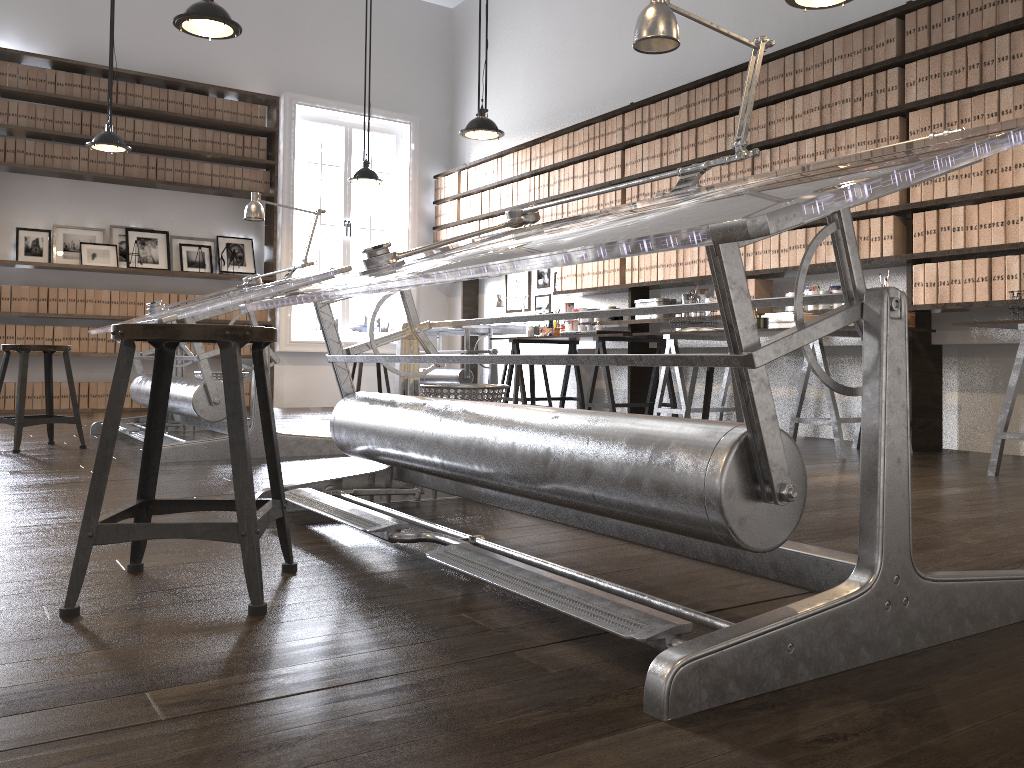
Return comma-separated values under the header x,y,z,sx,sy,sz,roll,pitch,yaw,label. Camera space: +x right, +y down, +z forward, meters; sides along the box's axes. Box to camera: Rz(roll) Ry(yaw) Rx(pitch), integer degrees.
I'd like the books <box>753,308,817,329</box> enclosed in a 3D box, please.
x,y,z,sx,sy,sz,roll,pitch,yaw,label
1.590,-0.375,5.180,0.385,0.148,0.294,0,1,-33,books

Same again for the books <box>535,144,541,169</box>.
x,y,z,sx,sy,sz,roll,pitch,yaw,label
0.297,-1.996,7.830,0.174,0.226,0.066,1,-1,-33,books

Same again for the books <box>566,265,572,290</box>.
x,y,z,sx,sy,sz,roll,pitch,yaw,label
0.543,-0.890,7.400,0.174,0.226,0.066,1,-1,-33,books

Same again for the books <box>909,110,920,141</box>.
x,y,z,sx,sy,sz,roll,pitch,yaw,label
2.241,-1.358,4.817,0.174,0.226,0.066,1,-1,-33,books

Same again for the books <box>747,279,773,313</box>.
x,y,z,sx,sy,sz,roll,pitch,yaw,label
1.612,-0.565,5.750,0.174,0.226,0.066,1,-1,-33,books

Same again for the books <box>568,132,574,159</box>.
x,y,z,sx,sy,sz,roll,pitch,yaw,label
0.562,-1.984,7.428,0.174,0.226,0.066,1,-1,-33,books

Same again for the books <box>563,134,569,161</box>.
x,y,z,sx,sy,sz,roll,pitch,yaw,label
0.521,-1.986,7.485,0.174,0.226,0.067,1,-1,-33,books

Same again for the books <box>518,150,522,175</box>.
x,y,z,sx,sy,sz,roll,pitch,yaw,label
0.143,-2.004,8.071,0.174,0.226,0.066,1,-1,-33,books

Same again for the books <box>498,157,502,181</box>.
x,y,z,sx,sy,sz,roll,pitch,yaw,label
-0.045,-2.012,8.363,0.174,0.226,0.066,1,-1,-33,books

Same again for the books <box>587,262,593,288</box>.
x,y,z,sx,sy,sz,roll,pitch,yaw,label
0.697,-0.883,7.164,0.174,0.226,0.066,1,-1,-33,books

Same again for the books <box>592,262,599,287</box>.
x,y,z,sx,sy,sz,roll,pitch,yaw,label
0.734,-0.881,7.101,0.174,0.226,0.066,1,-1,-33,books

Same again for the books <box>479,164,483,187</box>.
x,y,z,sx,sy,sz,roll,pitch,yaw,label
-0.230,-2.021,8.648,0.174,0.226,0.066,1,-1,-33,books

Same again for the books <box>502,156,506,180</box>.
x,y,z,sx,sy,sz,roll,pitch,yaw,label
-0.006,-2.011,8.305,0.174,0.226,0.066,1,-1,-33,books

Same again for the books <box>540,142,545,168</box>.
x,y,z,sx,sy,sz,roll,pitch,yaw,label
0.339,-1.994,7.773,0.174,0.226,0.066,1,-1,-33,books

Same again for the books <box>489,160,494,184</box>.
x,y,z,sx,sy,sz,roll,pitch,yaw,label
-0.125,-2.016,8.481,0.174,0.226,0.066,1,-1,-33,books

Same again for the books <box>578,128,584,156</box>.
x,y,z,sx,sy,sz,roll,pitch,yaw,label
0.637,-1.980,7.310,0.174,0.226,0.066,1,-1,-33,books

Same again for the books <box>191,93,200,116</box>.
x,y,z,sx,sy,sz,roll,pitch,yaw,label
-2.966,-2.569,8.246,0.066,0.226,0.174,2,-1,-33,books

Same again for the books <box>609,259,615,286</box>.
x,y,z,sx,sy,sz,roll,pitch,yaw,label
0.849,-0.876,6.936,0.174,0.226,0.066,1,-1,-33,books

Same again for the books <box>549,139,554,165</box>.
x,y,z,sx,sy,sz,roll,pitch,yaw,label
0.410,-1.991,7.654,0.174,0.226,0.067,1,-1,-33,books

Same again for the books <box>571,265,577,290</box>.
x,y,z,sx,sy,sz,roll,pitch,yaw,label
0.581,-0.888,7.339,0.174,0.226,0.067,1,-1,-33,books

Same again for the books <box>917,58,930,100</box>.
x,y,z,sx,sy,sz,roll,pitch,yaw,label
2.268,-1.626,4.780,0.174,0.226,0.066,1,-1,-33,books

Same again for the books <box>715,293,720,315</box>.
x,y,z,sx,sy,sz,roll,pitch,yaw,label
1.453,-0.573,5.981,0.174,0.226,0.067,1,-1,-33,books

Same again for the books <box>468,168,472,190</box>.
x,y,z,sx,sy,sz,roll,pitch,yaw,label
-0.345,-2.027,8.827,0.174,0.226,0.066,1,-1,-33,books

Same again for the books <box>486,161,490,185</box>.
x,y,z,sx,sy,sz,roll,pitch,yaw,label
-0.158,-2.018,8.535,0.174,0.226,0.066,1,-1,-33,books

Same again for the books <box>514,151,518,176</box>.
x,y,z,sx,sy,sz,roll,pitch,yaw,label
0.105,-2.005,8.121,0.174,0.226,0.067,1,-1,-33,books

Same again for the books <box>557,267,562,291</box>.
x,y,z,sx,sy,sz,roll,pitch,yaw,label
0.470,-0.893,7.507,0.174,0.226,0.067,1,-1,-33,books

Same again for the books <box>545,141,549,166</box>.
x,y,z,sx,sy,sz,roll,pitch,yaw,label
0.378,-1.993,7.713,0.174,0.226,0.066,1,-1,-33,books

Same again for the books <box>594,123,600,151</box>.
x,y,z,sx,sy,sz,roll,pitch,yaw,label
0.751,-1.975,7.136,0.174,0.226,0.066,1,-1,-33,books

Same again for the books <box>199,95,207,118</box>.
x,y,z,sx,sy,sz,roll,pitch,yaw,label
-2.909,-2.569,8.288,0.066,0.226,0.174,2,-1,-33,books

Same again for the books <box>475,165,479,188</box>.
x,y,z,sx,sy,sz,roll,pitch,yaw,label
-0.268,-2.023,8.707,0.174,0.226,0.066,1,-1,-33,books

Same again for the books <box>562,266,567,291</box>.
x,y,z,sx,sy,sz,roll,pitch,yaw,label
0.510,-0.892,7.454,0.174,0.226,0.066,1,-1,-33,books

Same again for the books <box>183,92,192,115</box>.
x,y,z,sx,sy,sz,roll,pitch,yaw,label
-3.025,-2.569,8.204,0.066,0.226,0.174,2,-1,-33,books

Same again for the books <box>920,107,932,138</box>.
x,y,z,sx,sy,sz,roll,pitch,yaw,label
2.272,-1.356,4.761,0.174,0.226,0.067,1,-1,-33,books

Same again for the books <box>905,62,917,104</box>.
x,y,z,sx,sy,sz,roll,pitch,yaw,label
2.232,-1.628,4.843,0.174,0.226,0.066,1,-1,-33,books

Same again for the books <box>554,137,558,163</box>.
x,y,z,sx,sy,sz,roll,pitch,yaw,label
0.450,-1.989,7.600,0.174,0.226,0.066,1,-1,-33,books

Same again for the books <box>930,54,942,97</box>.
x,y,z,sx,sy,sz,roll,pitch,yaw,label
2.308,-1.624,4.720,0.174,0.226,0.067,1,-1,-33,books

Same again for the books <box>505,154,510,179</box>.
x,y,z,sx,sy,sz,roll,pitch,yaw,label
0.029,-2.009,8.245,0.174,0.226,0.066,1,-1,-33,books

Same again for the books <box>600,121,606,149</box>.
x,y,z,sx,sy,sz,roll,pitch,yaw,label
0.792,-1.973,7.074,0.174,0.226,0.066,1,-1,-33,books

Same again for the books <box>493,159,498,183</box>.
x,y,z,sx,sy,sz,roll,pitch,yaw,label
-0.087,-2.014,8.420,0.174,0.226,0.067,1,-1,-33,books

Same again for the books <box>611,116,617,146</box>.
x,y,z,sx,sy,sz,roll,pitch,yaw,label
0.867,-1.970,6.956,0.174,0.226,0.066,1,-1,-33,books

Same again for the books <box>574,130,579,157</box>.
x,y,z,sx,sy,sz,roll,pitch,yaw,label
0.602,-1.982,7.371,0.174,0.226,0.066,1,-1,-33,books

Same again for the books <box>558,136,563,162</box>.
x,y,z,sx,sy,sz,roll,pitch,yaw,label
0.483,-1.988,7.547,0.174,0.226,0.066,1,-1,-33,books

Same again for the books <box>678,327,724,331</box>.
x,y,z,sx,sy,sz,roll,pitch,yaw,label
1.225,-0.329,5.414,0.256,0.029,0.354,0,2,-33,books

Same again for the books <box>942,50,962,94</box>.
x,y,z,sx,sy,sz,roll,pitch,yaw,label
2.346,-1.622,4.669,0.174,0.226,0.066,1,-1,-33,books

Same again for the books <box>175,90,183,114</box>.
x,y,z,sx,sy,sz,roll,pitch,yaw,label
-3.085,-2.569,8.165,0.067,0.226,0.174,2,-1,-33,books

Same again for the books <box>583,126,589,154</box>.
x,y,z,sx,sy,sz,roll,pitch,yaw,label
0.673,-1.978,7.247,0.174,0.226,0.066,1,-1,-33,books

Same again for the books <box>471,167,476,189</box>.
x,y,z,sx,sy,sz,roll,pitch,yaw,label
-0.311,-2.025,8.765,0.174,0.226,0.066,1,-1,-33,books

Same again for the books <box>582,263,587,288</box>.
x,y,z,sx,sy,sz,roll,pitch,yaw,label
0.662,-0.885,7.224,0.174,0.226,0.066,1,-1,-33,books

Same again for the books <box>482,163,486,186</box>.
x,y,z,sx,sy,sz,roll,pitch,yaw,label
-0.198,-2.019,8.588,0.174,0.226,0.067,1,-1,-33,books

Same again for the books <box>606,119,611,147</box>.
x,y,z,sx,sy,sz,roll,pitch,yaw,label
0.832,-1.971,7.017,0.174,0.226,0.066,1,-1,-33,books

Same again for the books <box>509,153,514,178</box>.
x,y,z,sx,sy,sz,roll,pitch,yaw,label
0.066,-2.007,8.182,0.174,0.226,0.066,1,-1,-33,books

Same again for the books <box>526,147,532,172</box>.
x,y,z,sx,sy,sz,roll,pitch,yaw,label
0.217,-2.000,7.952,0.174,0.226,0.067,1,-1,-33,books

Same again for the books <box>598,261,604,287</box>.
x,y,z,sx,sy,sz,roll,pitch,yaw,label
0.773,-0.879,7.041,0.174,0.226,0.067,1,-1,-33,books

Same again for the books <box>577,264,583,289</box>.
x,y,z,sx,sy,sz,roll,pitch,yaw,label
0.623,-0.886,7.282,0.174,0.226,0.066,1,-1,-33,books

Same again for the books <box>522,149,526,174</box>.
x,y,z,sx,sy,sz,roll,pitch,yaw,label
0.181,-2.002,8.017,0.174,0.226,0.066,1,-1,-33,books

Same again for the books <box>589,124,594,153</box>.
x,y,z,sx,sy,sz,roll,pitch,yaw,label
0.713,-1.977,7.187,0.174,0.226,0.067,1,-1,-33,books

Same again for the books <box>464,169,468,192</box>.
x,y,z,sx,sy,sz,roll,pitch,yaw,label
-0.391,-2.029,8.887,0.174,0.226,0.067,1,-1,-33,books

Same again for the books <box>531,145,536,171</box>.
x,y,z,sx,sy,sz,roll,pitch,yaw,label
0.262,-1.998,7.892,0.174,0.226,0.066,1,-1,-33,books

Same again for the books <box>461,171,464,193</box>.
x,y,z,sx,sy,sz,roll,pitch,yaw,label
-0.427,-2.030,8.952,0.174,0.226,0.066,1,-1,-33,books
